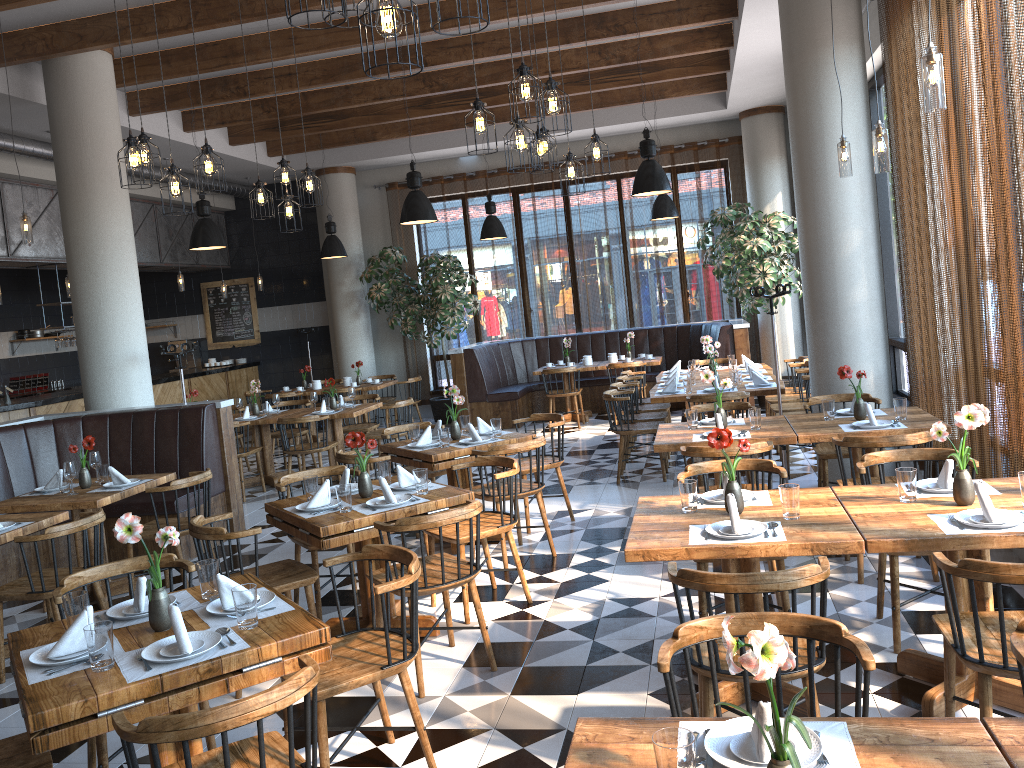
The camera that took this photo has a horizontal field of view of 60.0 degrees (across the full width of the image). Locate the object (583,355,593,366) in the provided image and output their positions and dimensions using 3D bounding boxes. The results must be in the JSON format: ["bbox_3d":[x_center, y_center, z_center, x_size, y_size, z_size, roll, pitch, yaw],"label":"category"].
[{"bbox_3d":[1.037,-0.323,12.158,0.130,0.128,0.129,-8,5,-34],"label":"object"}]

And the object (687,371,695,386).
[{"bbox_3d":[1.716,-0.053,8.461,0.080,0.132,0.080,-6,3,-3],"label":"object"}]

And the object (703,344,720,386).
[{"bbox_3d":[1.854,-0.180,8.234,0.146,0.399,0.207,-5,3,17],"label":"object"}]

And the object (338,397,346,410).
[{"bbox_3d":[-1.819,0.211,9.479,0.080,0.132,0.080,-3,5,42],"label":"object"}]

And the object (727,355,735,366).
[{"bbox_3d":[2.445,-0.256,9.869,0.080,0.132,0.080,-6,3,-3],"label":"object"}]

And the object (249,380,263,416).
[{"bbox_3d":[-2.811,0.151,9.755,0.146,0.399,0.206,-8,4,-29],"label":"object"}]

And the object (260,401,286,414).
[{"bbox_3d":[-2.745,0.253,10.015,0.351,0.137,0.273,-5,5,12],"label":"object"}]

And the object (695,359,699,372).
[{"bbox_3d":[2.024,-0.201,9.739,0.080,0.132,0.080,-6,3,-3],"label":"object"}]

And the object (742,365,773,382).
[{"bbox_3d":[2.328,-0.116,8.448,0.271,0.137,0.353,-5,5,12],"label":"object"}]

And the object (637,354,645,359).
[{"bbox_3d":[1.814,-0.384,12.308,0.175,0.067,0.176,-3,5,26],"label":"object"}]

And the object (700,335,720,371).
[{"bbox_3d":[2.132,-0.323,9.477,0.206,0.399,0.147,-5,3,11],"label":"object"}]

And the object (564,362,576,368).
[{"bbox_3d":[0.790,-0.257,12.046,0.176,0.067,0.175,-10,7,-42],"label":"object"}]

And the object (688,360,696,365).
[{"bbox_3d":[1.964,-0.187,9.645,0.080,0.132,0.080,-6,3,-3],"label":"object"}]

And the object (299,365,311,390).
[{"bbox_3d":[-2.983,-0.094,12.850,0.171,0.354,0.156,-6,3,-2],"label":"object"}]

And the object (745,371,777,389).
[{"bbox_3d":[2.211,-0.052,7.888,0.271,0.137,0.353,-5,5,12],"label":"object"}]

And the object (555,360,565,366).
[{"bbox_3d":[0.688,-0.297,12.584,0.176,0.067,0.176,-9,6,-33],"label":"object"}]

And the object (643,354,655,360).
[{"bbox_3d":[1.863,-0.365,12.044,0.175,0.067,0.176,-6,5,3],"label":"object"}]

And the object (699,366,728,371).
[{"bbox_3d":[2.220,-0.236,9.872,0.351,0.137,0.273,-5,5,12],"label":"object"}]

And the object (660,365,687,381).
[{"bbox_3d":[1.690,-0.129,9.288,0.271,0.137,0.353,-5,5,12],"label":"object"}]

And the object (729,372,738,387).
[{"bbox_3d":[2.005,-0.038,7.990,0.080,0.132,0.080,-6,3,-3],"label":"object"}]

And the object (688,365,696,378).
[{"bbox_3d":[1.850,-0.125,9.100,0.080,0.132,0.080,-6,3,-3],"label":"object"}]

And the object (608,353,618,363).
[{"bbox_3d":[1.381,-0.358,12.163,0.130,0.128,0.129,-8,5,-34],"label":"object"}]

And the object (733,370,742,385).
[{"bbox_3d":[2.080,-0.062,8.164,0.080,0.132,0.080,-6,3,-3],"label":"object"}]

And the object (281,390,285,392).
[{"bbox_3d":[-3.314,0.108,12.819,0.053,0.025,0.049,-6,5,1],"label":"object"}]

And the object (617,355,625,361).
[{"bbox_3d":[1.545,-0.368,12.418,0.176,0.067,0.176,-9,6,-33],"label":"object"}]

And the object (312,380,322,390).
[{"bbox_3d":[-2.811,0.012,12.749,0.130,0.128,0.129,-8,5,-34],"label":"object"}]

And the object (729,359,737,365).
[{"bbox_3d":[2.322,-0.190,9.285,0.080,0.132,0.080,-6,3,-3],"label":"object"}]

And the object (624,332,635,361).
[{"bbox_3d":[1.613,-0.511,12.084,0.146,0.399,0.207,-5,3,18],"label":"object"}]

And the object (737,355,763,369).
[{"bbox_3d":[2.590,-0.257,9.693,0.271,0.137,0.353,-5,5,12],"label":"object"}]

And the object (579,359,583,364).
[{"bbox_3d":[1.028,-0.320,12.478,0.175,0.067,0.176,-4,5,23],"label":"object"}]

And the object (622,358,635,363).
[{"bbox_3d":[1.554,-0.316,11.856,0.176,0.067,0.176,-6,5,-5],"label":"object"}]

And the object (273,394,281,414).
[{"bbox_3d":[-2.592,0.221,9.766,0.081,0.215,0.081,-7,3,-24],"label":"object"}]

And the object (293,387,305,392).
[{"bbox_3d":[-3.025,0.076,12.613,0.176,0.067,0.176,-8,5,-26],"label":"object"}]

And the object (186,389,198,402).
[{"bbox_3d":[-3.593,0.234,9.955,0.171,0.354,0.156,-9,4,-40],"label":"object"}]

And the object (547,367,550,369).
[{"bbox_3d":[0.501,-0.226,12.251,0.053,0.025,0.049,-6,5,1],"label":"object"}]

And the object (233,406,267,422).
[{"bbox_3d":[-2.861,0.312,9.504,0.351,0.137,0.273,-5,5,12],"label":"object"}]

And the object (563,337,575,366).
[{"bbox_3d":[0.786,-0.448,12.305,0.146,0.399,0.207,-7,4,-21],"label":"object"}]

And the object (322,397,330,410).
[{"bbox_3d":[-2.022,0.216,9.652,0.080,0.132,0.080,-9,5,-43],"label":"object"}]

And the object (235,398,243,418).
[{"bbox_3d":[-2.995,0.264,9.742,0.081,0.215,0.081,-6,3,4],"label":"object"}]

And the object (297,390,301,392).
[{"bbox_3d":[-3.005,0.105,12.517,0.053,0.025,0.049,-7,5,-20],"label":"object"}]

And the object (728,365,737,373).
[{"bbox_3d":[2.154,-0.113,8.638,0.080,0.132,0.080,-6,3,-3],"label":"object"}]

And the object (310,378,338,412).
[{"bbox_3d":[-2.022,0.112,9.559,0.295,0.354,0.166,-5,3,18],"label":"object"}]

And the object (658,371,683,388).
[{"bbox_3d":[1.554,-0.055,8.640,0.271,0.137,0.353,-5,5,12],"label":"object"}]

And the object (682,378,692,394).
[{"bbox_3d":[1.556,0.020,7.850,0.080,0.132,0.080,-6,3,-3],"label":"object"}]

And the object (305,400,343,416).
[{"bbox_3d":[-1.995,0.241,9.317,0.351,0.137,0.273,-5,5,12],"label":"object"}]

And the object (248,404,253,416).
[{"bbox_3d":[-2.888,0.286,9.839,0.080,0.132,0.080,-4,4,27],"label":"object"}]

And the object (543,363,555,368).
[{"bbox_3d":[0.517,-0.258,12.348,0.175,0.067,0.176,-5,5,4],"label":"object"}]

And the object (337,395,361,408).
[{"bbox_3d":[-1.879,0.182,9.828,0.351,0.137,0.273,-5,5,12],"label":"object"}]

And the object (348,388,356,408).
[{"bbox_3d":[-1.726,0.151,9.579,0.081,0.215,0.081,-7,3,-24],"label":"object"}]

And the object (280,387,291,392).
[{"bbox_3d":[-3.298,0.076,12.915,0.175,0.067,0.176,-5,5,4],"label":"object"}]

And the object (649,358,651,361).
[{"bbox_3d":[1.858,-0.331,11.911,0.034,0.023,0.155,-6,5,3],"label":"object"}]

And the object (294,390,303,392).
[{"bbox_3d":[-3.026,0.103,12.550,0.156,0.012,0.034,-8,6,-25],"label":"object"}]

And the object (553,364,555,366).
[{"bbox_3d":[0.592,-0.265,12.585,0.049,0.025,0.053,-7,5,-10],"label":"object"}]

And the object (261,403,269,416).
[{"bbox_3d":[-2.685,0.281,9.667,0.080,0.132,0.080,-3,5,42],"label":"object"}]

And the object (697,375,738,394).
[{"bbox_3d":[1.807,-0.007,7.841,0.351,0.137,0.273,-5,5,12],"label":"object"}]

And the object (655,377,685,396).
[{"bbox_3d":[1.436,0.008,8.080,0.271,0.137,0.353,-5,5,12],"label":"object"}]

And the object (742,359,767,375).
[{"bbox_3d":[2.465,-0.189,9.097,0.271,0.137,0.353,-5,5,12],"label":"object"}]
